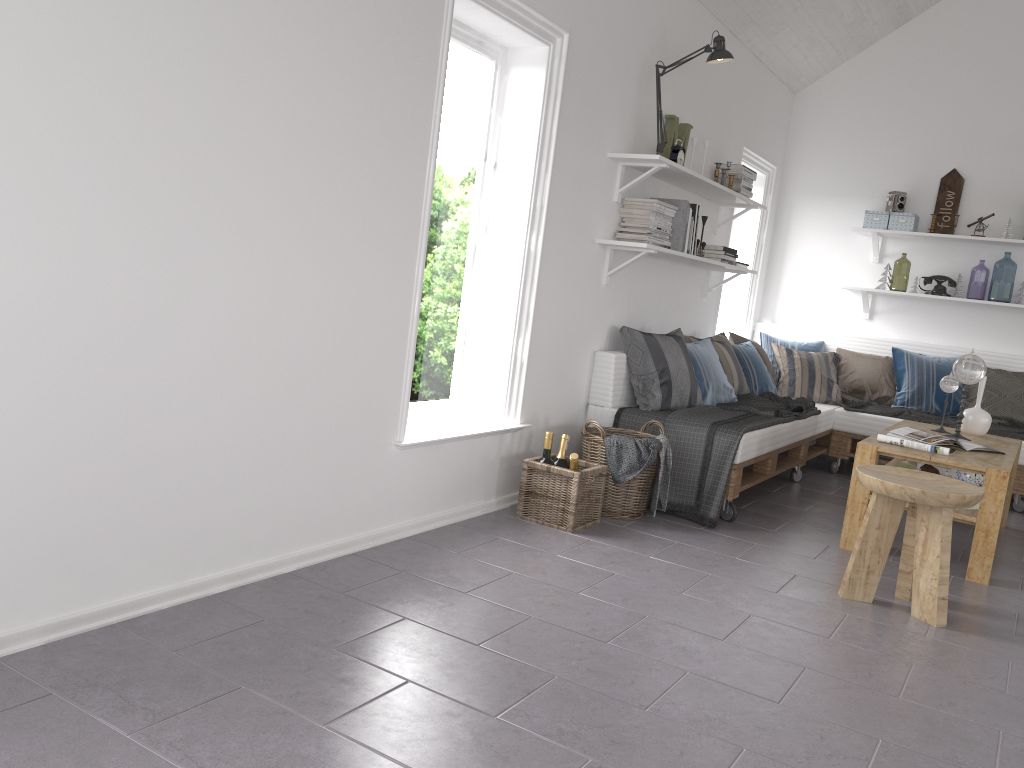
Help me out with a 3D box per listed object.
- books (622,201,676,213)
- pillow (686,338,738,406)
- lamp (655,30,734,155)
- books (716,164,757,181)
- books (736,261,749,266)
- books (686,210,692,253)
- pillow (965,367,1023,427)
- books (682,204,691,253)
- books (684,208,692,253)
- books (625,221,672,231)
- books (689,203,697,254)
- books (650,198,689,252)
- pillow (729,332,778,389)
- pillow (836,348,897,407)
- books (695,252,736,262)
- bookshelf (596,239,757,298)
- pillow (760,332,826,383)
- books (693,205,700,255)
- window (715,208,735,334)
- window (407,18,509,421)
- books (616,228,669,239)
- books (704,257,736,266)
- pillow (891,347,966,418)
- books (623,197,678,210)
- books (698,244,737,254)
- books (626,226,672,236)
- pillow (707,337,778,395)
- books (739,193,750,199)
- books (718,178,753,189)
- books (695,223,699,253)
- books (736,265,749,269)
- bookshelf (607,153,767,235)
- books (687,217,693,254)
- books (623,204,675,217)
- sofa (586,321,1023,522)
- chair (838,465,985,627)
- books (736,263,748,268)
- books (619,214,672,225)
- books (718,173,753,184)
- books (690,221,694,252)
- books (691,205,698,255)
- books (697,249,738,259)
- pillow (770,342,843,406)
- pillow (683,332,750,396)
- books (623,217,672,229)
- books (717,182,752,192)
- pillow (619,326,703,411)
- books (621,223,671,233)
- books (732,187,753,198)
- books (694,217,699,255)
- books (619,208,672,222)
[{"bbox_3d":[0.704,-0.905,4.537,0.182,0.016,0.288,11,8,31],"label":"books"},{"bbox_3d":[1.058,-0.053,5.042,0.525,0.401,0.331,1,9,-40],"label":"pillow"},{"bbox_3d":[0.875,-1.434,4.455,0.439,0.703,0.196,4,7,-24],"label":"lamp"},{"bbox_3d":[1.388,-1.311,5.494,0.176,0.053,0.290,11,8,31],"label":"books"},{"bbox_3d":[1.373,-0.775,5.645,0.202,0.012,0.251,11,8,32],"label":"books"},{"bbox_3d":[0.853,-0.823,4.759,0.200,0.236,0.031,11,8,31],"label":"books"},{"bbox_3d":[3.175,0.086,5.718,0.519,0.395,0.334,8,7,8],"label":"pillow"},{"bbox_3d":[0.838,-0.831,4.719,0.193,0.257,0.046,11,8,31],"label":"books"},{"bbox_3d":[0.845,-0.826,4.743,0.205,0.243,0.019,11,8,31],"label":"books"},{"bbox_3d":[0.699,-0.810,4.552,0.161,0.012,0.254,11,8,31],"label":"books"},{"bbox_3d":[0.893,-0.844,4.811,0.200,0.274,0.038,11,8,31],"label":"books"},{"bbox_3d":[0.812,-0.837,4.678,0.200,0.271,0.050,11,8,31],"label":"books"},{"bbox_3d":[1.670,-0.123,6.113,0.334,0.438,0.545,12,8,36],"label":"pillow"},{"bbox_3d":[2.463,-0.024,6.142,0.521,0.381,0.366,11,8,27],"label":"pillow"},{"bbox_3d":[1.237,-0.773,5.400,0.191,0.023,0.242,11,8,29],"label":"books"},{"bbox_3d":[0.981,-0.612,5.024,0.269,0.212,1.820,11,8,31],"label":"bookshelf"},{"bbox_3d":[2.054,-0.131,6.468,0.534,0.437,0.287,8,7,3],"label":"pillow"},{"bbox_3d":[0.910,-0.846,4.849,0.210,0.274,0.048,11,8,31],"label":"books"},{"bbox_3d":[1.408,-0.767,6.461,0.052,1.655,0.685,11,8,31],"label":"window"},{"bbox_3d":[-0.285,-0.640,3.626,0.117,1.655,0.685,11,8,31],"label":"window"},{"bbox_3d":[0.669,-0.774,4.556,0.182,0.016,0.288,11,8,31],"label":"books"},{"bbox_3d":[1.232,-0.747,5.413,0.191,0.032,0.258,12,8,33],"label":"books"},{"bbox_3d":[2.809,-0.007,5.919,0.526,0.428,0.311,8,7,9],"label":"pillow"},{"bbox_3d":[0.711,-0.918,4.525,0.182,0.016,0.288,11,8,31],"label":"books"},{"bbox_3d":[1.238,-0.821,5.396,0.190,0.028,0.239,12,8,33],"label":"books"},{"bbox_3d":[0.704,-0.785,4.562,0.161,0.013,0.256,11,8,31],"label":"books"},{"bbox_3d":[1.510,-0.067,5.729,0.523,0.408,0.341,1,9,-43],"label":"pillow"},{"bbox_3d":[1.354,-1.161,5.497,0.172,0.032,0.239,11,8,31],"label":"books"},{"bbox_3d":[1.387,-1.246,5.515,0.161,0.026,0.223,11,8,31],"label":"books"},{"bbox_3d":[0.944,-0.802,4.892,0.152,0.185,0.045,11,8,31],"label":"books"},{"bbox_3d":[1.377,-0.747,5.646,0.187,0.014,0.253,11,8,31],"label":"books"},{"bbox_3d":[1.032,-1.016,4.976,0.269,0.212,1.820,11,8,31],"label":"bookshelf"},{"bbox_3d":[0.895,-0.802,4.770,0.141,0.203,0.044,11,8,31],"label":"books"},{"bbox_3d":[0.702,-0.886,4.541,0.174,0.021,0.273,11,8,31],"label":"books"},{"bbox_3d":[1.975,0.191,5.207,2.017,0.932,2.855,11,8,31],"label":"sofa"},{"bbox_3d":[1.447,0.580,3.248,0.431,0.479,0.431,11,8,28],"label":"chair"},{"bbox_3d":[1.376,-0.761,5.641,0.187,0.014,0.248,11,8,29],"label":"books"},{"bbox_3d":[0.683,-0.845,4.557,0.182,0.016,0.288,11,8,31],"label":"books"},{"bbox_3d":[1.381,-1.270,5.487,0.161,0.027,0.223,11,8,31],"label":"books"},{"bbox_3d":[0.910,-0.794,4.789,0.125,0.185,0.042,11,8,31],"label":"books"},{"bbox_3d":[0.899,-0.844,4.828,0.200,0.272,0.054,11,8,31],"label":"books"},{"bbox_3d":[1.237,-0.797,5.408,0.212,0.023,0.258,11,8,31],"label":"books"},{"bbox_3d":[2.059,-0.056,6.179,0.516,0.392,0.358,7,7,0],"label":"pillow"},{"bbox_3d":[1.233,-0.093,5.380,0.316,0.438,0.546,13,9,43],"label":"pillow"},{"bbox_3d":[0.698,-0.826,4.560,0.167,0.017,0.263,11,8,31],"label":"books"},{"bbox_3d":[1.378,-1.219,5.502,0.152,0.024,0.238,11,8,31],"label":"books"},{"bbox_3d":[0.789,-0.075,4.677,0.534,0.444,0.301,1,9,-43],"label":"pillow"},{"bbox_3d":[0.687,-0.798,4.547,0.159,0.012,0.285,11,8,31],"label":"books"},{"bbox_3d":[1.374,-1.191,5.499,0.172,0.032,0.239,11,8,31],"label":"books"},{"bbox_3d":[0.931,-0.817,4.867,0.171,0.219,0.047,11,8,31],"label":"books"},{"bbox_3d":[0.685,-0.866,4.551,0.180,0.028,0.296,11,8,31],"label":"books"}]
